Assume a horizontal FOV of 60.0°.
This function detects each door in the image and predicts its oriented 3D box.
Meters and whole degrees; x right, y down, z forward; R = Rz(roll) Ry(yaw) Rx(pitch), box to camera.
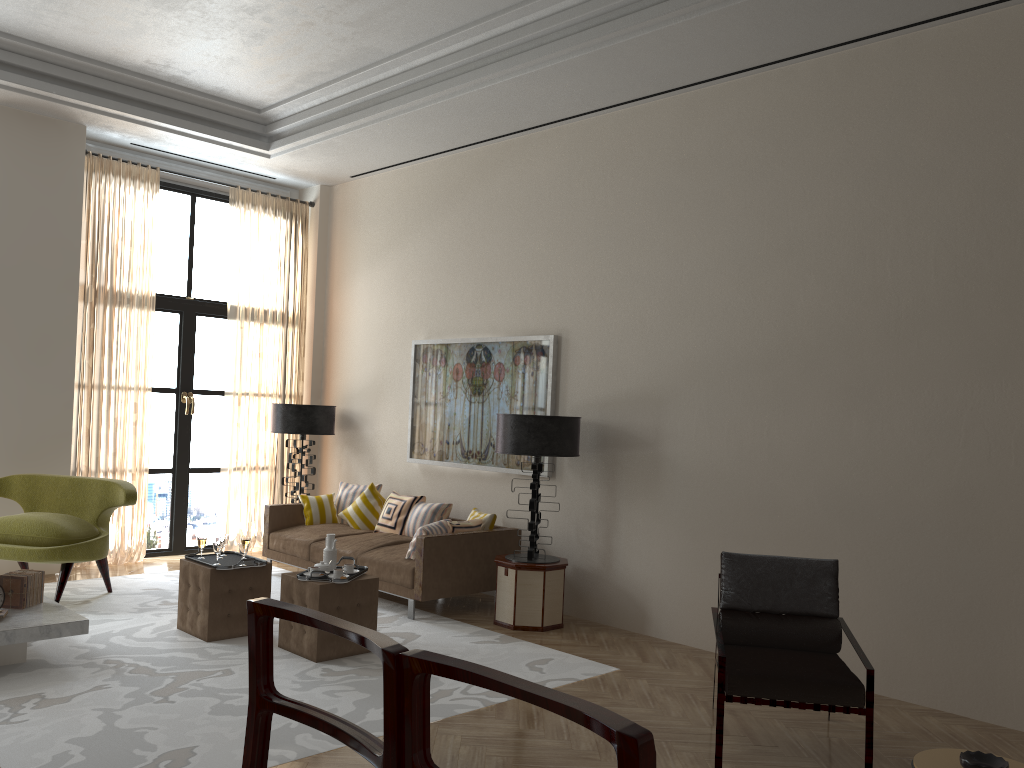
[{"bbox_3d":[-4.203,-0.157,11.484,0.239,4.766,3.088,2,-1,45],"label":"door"}]

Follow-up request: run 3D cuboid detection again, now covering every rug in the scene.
[{"bbox_3d":[-3.094,2.096,7.222,5.728,0.065,5.522,1,-3,45],"label":"rug"}]

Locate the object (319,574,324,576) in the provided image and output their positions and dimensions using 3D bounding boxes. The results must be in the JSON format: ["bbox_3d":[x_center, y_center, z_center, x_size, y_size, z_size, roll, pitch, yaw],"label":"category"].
[{"bbox_3d":[-1.538,1.544,7.186,0.052,0.027,0.080,2,-2,2],"label":"object"}]

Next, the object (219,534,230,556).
[{"bbox_3d":[-2.614,1.463,8.048,0.098,0.191,0.098,3,-1,2],"label":"object"}]

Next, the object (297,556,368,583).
[{"bbox_3d":[-1.483,1.539,7.369,0.441,0.101,0.721,2,-2,9],"label":"object"}]

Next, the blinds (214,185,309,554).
[{"bbox_3d":[-3.375,-0.115,11.995,1.243,4.873,0.418,3,0,-43],"label":"blinds"}]

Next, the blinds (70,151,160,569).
[{"bbox_3d":[-4.771,-0.223,10.598,0.960,4.873,0.419,3,0,-43],"label":"blinds"}]

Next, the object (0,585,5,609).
[{"bbox_3d":[-3.955,1.630,6.762,0.082,0.209,0.205,2,-1,6],"label":"object"}]

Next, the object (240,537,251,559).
[{"bbox_3d":[-2.381,1.469,7.917,0.098,0.191,0.098,3,-1,-19],"label":"object"}]

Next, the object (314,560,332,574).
[{"bbox_3d":[-1.583,1.524,7.385,0.136,0.105,0.176,1,-2,41],"label":"object"}]

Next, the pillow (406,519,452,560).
[{"bbox_3d":[-0.840,1.569,8.869,0.326,0.428,0.498,2,-1,33],"label":"pillow"}]

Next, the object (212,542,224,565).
[{"bbox_3d":[-2.523,1.453,7.597,0.098,0.191,0.098,3,-1,-19],"label":"object"}]

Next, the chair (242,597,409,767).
[{"bbox_3d":[-0.745,1.311,1.927,0.656,1.505,0.878,2,-1,45],"label":"chair"}]

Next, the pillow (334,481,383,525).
[{"bbox_3d":[-1.945,1.509,10.968,0.623,0.576,0.356,2,-1,24],"label":"pillow"}]

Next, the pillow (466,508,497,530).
[{"bbox_3d":[-0.382,1.579,9.401,0.296,0.475,0.515,3,-1,-24],"label":"pillow"}]

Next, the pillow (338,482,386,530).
[{"bbox_3d":[-1.719,1.491,10.632,0.767,0.617,0.355,3,-1,-1],"label":"pillow"}]

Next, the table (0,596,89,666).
[{"bbox_3d":[-4.267,1.887,6.618,1.499,0.343,1.585,1,-3,45],"label":"table"}]

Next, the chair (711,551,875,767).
[{"bbox_3d":[1.739,1.725,5.670,0.877,1.135,1.135,2,-1,10],"label":"chair"}]

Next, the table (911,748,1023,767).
[{"bbox_3d":[2.062,1.981,3.893,0.584,0.547,0.584,3,-1,-6],"label":"table"}]

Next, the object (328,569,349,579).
[{"bbox_3d":[-1.412,1.544,7.212,0.176,0.067,0.176,4,-2,-43],"label":"object"}]

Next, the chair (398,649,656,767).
[{"bbox_3d":[-0.279,1.317,1.478,0.656,1.505,0.878,2,-1,45],"label":"chair"}]

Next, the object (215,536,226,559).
[{"bbox_3d":[-2.603,1.459,7.906,0.098,0.191,0.098,2,-1,45],"label":"object"}]

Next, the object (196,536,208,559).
[{"bbox_3d":[-2.751,1.451,7.859,0.098,0.191,0.098,2,-1,28],"label":"object"}]

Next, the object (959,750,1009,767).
[{"bbox_3d":[2.074,1.677,3.896,0.193,0.064,0.193,3,-2,-23],"label":"object"}]

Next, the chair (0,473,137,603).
[{"bbox_3d":[-4.648,1.538,8.742,1.790,1.213,1.030,2,-1,12],"label":"chair"}]

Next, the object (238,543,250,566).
[{"bbox_3d":[-2.301,1.463,7.599,0.098,0.191,0.098,2,-1,45],"label":"object"}]

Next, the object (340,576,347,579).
[{"bbox_3d":[-1.355,1.564,7.130,0.053,0.026,0.049,4,-2,-43],"label":"object"}]

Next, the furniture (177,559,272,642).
[{"bbox_3d":[-2.528,1.865,7.797,0.613,0.616,0.614,1,-1,45],"label":"furniture"}]

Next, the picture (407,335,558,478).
[{"bbox_3d":[-0.395,0.221,9.988,2.265,1.480,0.080,1,-1,43],"label":"picture"}]

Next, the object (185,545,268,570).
[{"bbox_3d":[-2.514,1.518,7.792,0.802,0.092,0.491,1,-3,45],"label":"object"}]

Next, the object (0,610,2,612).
[{"bbox_3d":[-3.860,1.675,6.535,0.137,0.019,0.139,2,-2,29],"label":"object"}]

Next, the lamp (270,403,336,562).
[{"bbox_3d":[-2.770,1.278,11.622,0.830,2.018,0.829,3,-1,-41],"label":"lamp"}]

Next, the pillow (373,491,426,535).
[{"bbox_3d":[-1.301,1.536,10.248,0.404,0.547,0.617,3,-1,-42],"label":"pillow"}]

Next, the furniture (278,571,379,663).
[{"bbox_3d":[-1.521,1.895,7.349,0.613,0.616,0.614,1,-1,45],"label":"furniture"}]

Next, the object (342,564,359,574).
[{"bbox_3d":[-1.373,1.555,7.466,0.176,0.067,0.176,1,-2,44],"label":"object"}]

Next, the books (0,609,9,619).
[{"bbox_3d":[-3.865,1.695,6.522,0.255,0.026,0.202,3,-2,-20],"label":"books"}]

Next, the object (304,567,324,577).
[{"bbox_3d":[-1.601,1.523,7.199,0.176,0.067,0.176,2,-2,21],"label":"object"}]

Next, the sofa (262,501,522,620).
[{"bbox_3d":[-1.444,1.889,9.935,2.978,0.819,1.352,1,-2,45],"label":"sofa"}]

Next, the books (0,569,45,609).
[{"bbox_3d":[-3.868,1.616,6.996,0.210,0.264,0.282,2,-1,5],"label":"books"}]

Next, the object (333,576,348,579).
[{"bbox_3d":[-1.383,1.565,7.152,0.041,0.015,0.187,2,-2,32],"label":"object"}]

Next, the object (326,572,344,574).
[{"bbox_3d":[-1.470,1.553,7.293,0.186,0.026,0.041,4,-2,-37],"label":"object"}]

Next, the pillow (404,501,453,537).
[{"bbox_3d":[-0.993,1.606,10.021,0.659,0.565,0.371,2,-1,40],"label":"pillow"}]

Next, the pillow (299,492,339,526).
[{"bbox_3d":[-2.333,1.547,10.793,0.483,0.433,0.318,3,-1,-35],"label":"pillow"}]

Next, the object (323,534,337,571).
[{"bbox_3d":[-1.547,1.432,7.544,0.113,0.305,0.125,3,0,-8],"label":"object"}]

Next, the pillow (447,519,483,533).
[{"bbox_3d":[-0.557,1.593,9.102,0.303,0.412,0.465,2,-1,43],"label":"pillow"}]

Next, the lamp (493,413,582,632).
[{"bbox_3d":[0.217,1.312,8.628,0.830,2.018,0.829,3,-1,-44],"label":"lamp"}]
